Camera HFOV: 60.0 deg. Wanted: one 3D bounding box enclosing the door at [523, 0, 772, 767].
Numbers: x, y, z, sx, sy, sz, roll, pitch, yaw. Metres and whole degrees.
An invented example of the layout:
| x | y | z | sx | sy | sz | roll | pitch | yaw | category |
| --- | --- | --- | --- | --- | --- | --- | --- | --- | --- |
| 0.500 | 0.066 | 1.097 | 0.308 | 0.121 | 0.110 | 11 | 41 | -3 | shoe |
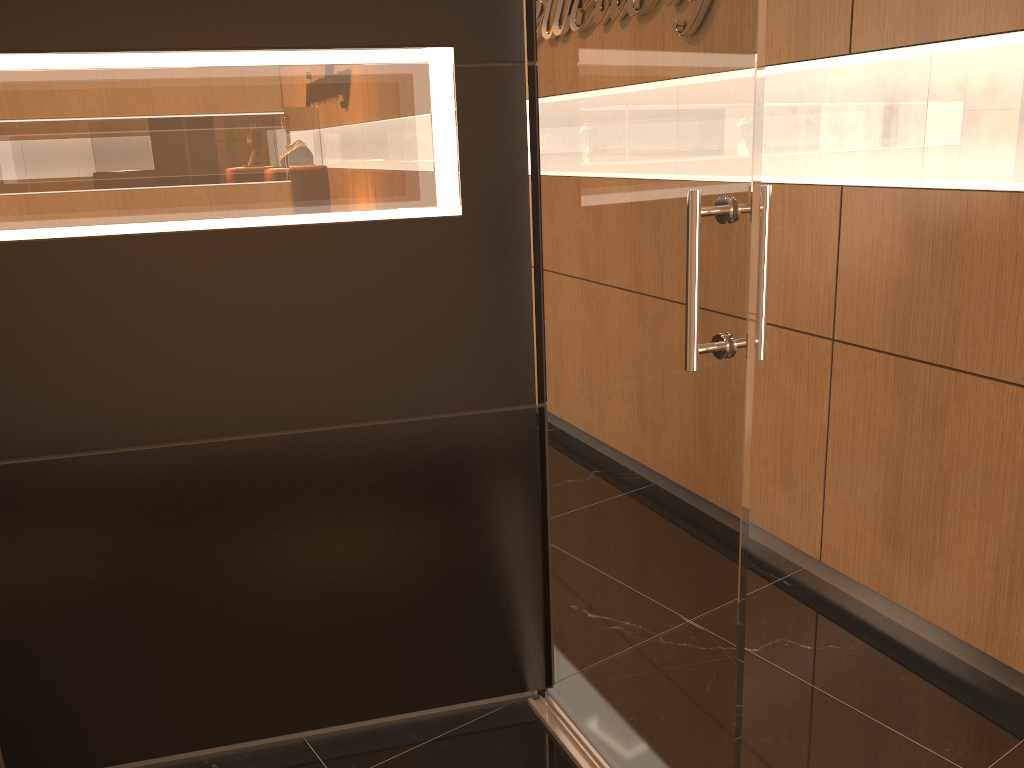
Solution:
| x | y | z | sx | sy | sz | roll | pitch | yaw | category |
| --- | --- | --- | --- | --- | --- | --- | --- | --- | --- |
| 0.592 | -0.355 | 1.143 | 0.098 | 3.285 | 2.473 | -9 | 16 | -23 | door |
